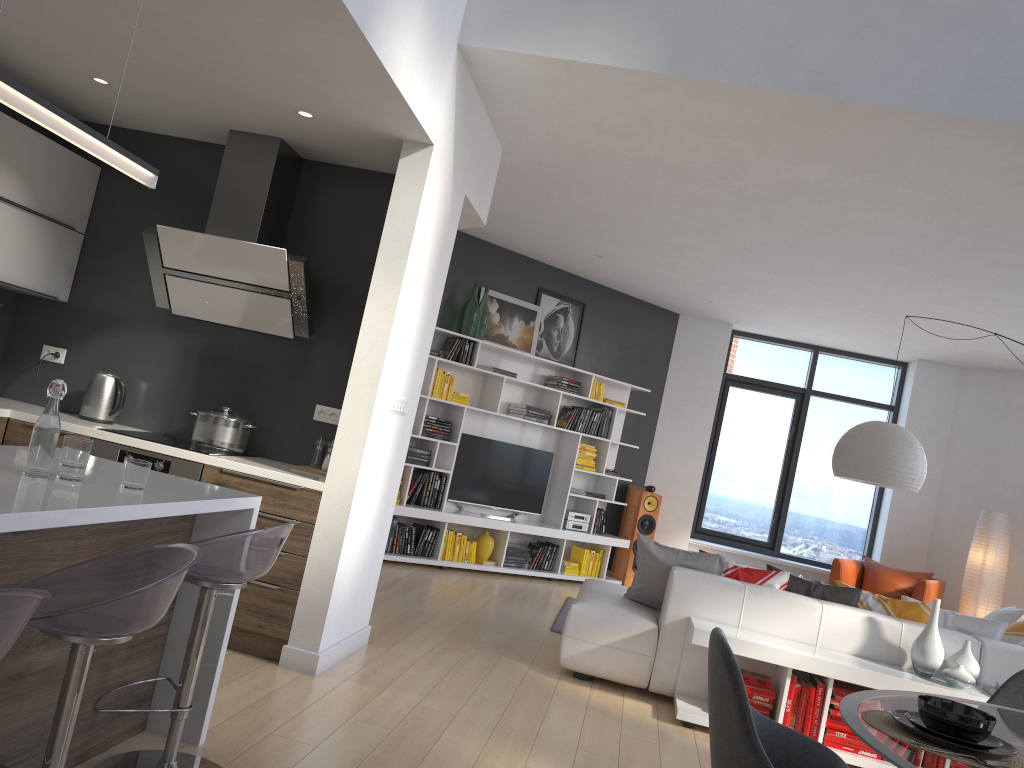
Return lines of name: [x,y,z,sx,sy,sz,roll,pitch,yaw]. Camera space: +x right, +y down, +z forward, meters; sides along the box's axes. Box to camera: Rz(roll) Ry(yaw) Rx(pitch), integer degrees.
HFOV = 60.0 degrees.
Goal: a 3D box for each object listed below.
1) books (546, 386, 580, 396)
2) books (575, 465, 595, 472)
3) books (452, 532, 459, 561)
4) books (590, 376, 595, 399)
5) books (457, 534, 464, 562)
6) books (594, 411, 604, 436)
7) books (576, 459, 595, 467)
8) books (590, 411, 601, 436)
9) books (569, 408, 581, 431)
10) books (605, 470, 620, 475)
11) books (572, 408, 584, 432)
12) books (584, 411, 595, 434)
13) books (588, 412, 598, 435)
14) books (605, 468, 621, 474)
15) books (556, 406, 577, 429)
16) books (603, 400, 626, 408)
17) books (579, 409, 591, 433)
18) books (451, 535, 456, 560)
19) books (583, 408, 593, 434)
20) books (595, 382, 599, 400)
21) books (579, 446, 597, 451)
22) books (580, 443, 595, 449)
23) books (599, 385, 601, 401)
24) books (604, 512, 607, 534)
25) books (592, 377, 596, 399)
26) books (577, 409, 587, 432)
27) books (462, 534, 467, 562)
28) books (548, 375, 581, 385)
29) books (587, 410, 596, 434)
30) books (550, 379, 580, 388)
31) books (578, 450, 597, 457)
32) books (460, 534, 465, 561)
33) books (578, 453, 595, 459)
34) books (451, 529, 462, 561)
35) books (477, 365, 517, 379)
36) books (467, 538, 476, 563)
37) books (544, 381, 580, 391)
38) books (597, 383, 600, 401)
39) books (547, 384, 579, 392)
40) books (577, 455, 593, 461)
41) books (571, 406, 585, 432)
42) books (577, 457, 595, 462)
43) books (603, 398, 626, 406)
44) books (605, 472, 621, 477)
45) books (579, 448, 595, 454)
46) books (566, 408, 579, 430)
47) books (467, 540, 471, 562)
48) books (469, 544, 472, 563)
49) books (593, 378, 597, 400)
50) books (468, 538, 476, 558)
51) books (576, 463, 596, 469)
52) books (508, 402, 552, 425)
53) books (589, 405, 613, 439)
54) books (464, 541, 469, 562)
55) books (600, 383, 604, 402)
books: [0.496,0.068,8.733,0.284,0.030,0.214,15,-4,-32]
books: [0.682,0.840,8.933,0.257,0.028,0.194,15,-4,-31]
books: [-0.550,1.440,7.945,0.041,0.252,0.180,15,-5,-36]
books: [0.752,0.029,8.837,0.041,0.229,0.161,15,-5,-37]
books: [-0.502,1.459,7.970,0.043,0.240,0.169,15,-5,-37]
books: [0.812,0.394,8.968,0.066,0.260,0.197,15,-5,-36]
books: [0.685,0.781,8.946,0.243,0.042,0.189,15,-5,-36]
books: [0.785,0.392,8.947,0.084,0.249,0.191,15,-5,-36]
books: [0.581,0.345,8.784,0.081,0.233,0.169,15,-5,-37]
books: [0.995,0.903,9.114,0.198,0.015,0.142,15,-5,-37]
books: [0.616,0.351,8.795,0.069,0.242,0.172,15,-4,-35]
books: [0.729,0.381,8.876,0.069,0.242,0.172,15,-4,-35]
books: [0.761,0.388,8.915,0.071,0.243,0.179,15,-5,-37]
books: [0.992,0.884,9.129,0.213,0.023,0.161,15,-4,-32]
books: [0.524,0.331,8.754,0.104,0.234,0.182,15,-5,-36]
books: [1.004,0.203,9.087,0.257,0.028,0.194,15,-4,-31]
books: [0.671,0.362,8.866,0.084,0.249,0.191,15,-5,-36]
books: [-0.567,1.449,7.928,0.042,0.230,0.156,15,-5,-37]
books: [0.698,0.364,8.887,0.066,0.260,0.197,15,-5,-36]
books: [0.809,0.070,8.889,0.054,0.180,0.132,15,-5,-36]
books: [0.721,0.644,8.969,0.223,0.023,0.163,15,-4,-32]
books: [0.705,0.617,8.983,0.223,0.023,0.163,15,-4,-32]
books: [0.848,0.089,8.896,0.046,0.161,0.108,15,-5,-37]
books: [0.894,1.413,9.138,0.077,0.233,0.179,15,-5,-36]
books: [0.758,0.034,8.866,0.041,0.224,0.163,15,-5,-37]
books: [0.643,0.359,8.840,0.068,0.243,0.179,15,-5,-37]
books: [-0.475,1.470,8.025,0.056,0.235,0.172,15,-5,-37]
books: [0.516,-0.036,8.747,0.266,0.030,0.209,16,-5,-42]
books: [0.734,0.377,8.911,0.075,0.254,0.192,15,-5,-37]
books: [0.519,-0.008,8.738,0.246,0.026,0.180,15,-4,-33]
books: [0.708,0.693,8.966,0.239,0.033,0.176,15,-4,-33]
books: [-0.495,1.464,8.000,0.043,0.235,0.171,15,-5,-37]
books: [0.693,0.716,8.959,0.239,0.019,0.171,15,-5,-36]
books: [-0.537,1.445,7.968,0.055,0.252,0.185,15,-5,-37]
books: [-0.142,-0.113,8.252,0.310,0.047,0.250,15,-5,-40]
books: [-0.387,1.514,8.059,0.067,0.193,0.148,15,-4,-35]
books: [0.495,0.017,8.756,0.284,0.030,0.214,15,-4,-32]
books: [0.829,0.075,8.895,0.044,0.178,0.128,15,-5,-36]
books: [0.499,0.042,8.736,0.264,0.020,0.189,15,-5,-37]
books: [0.689,0.734,8.937,0.217,0.023,0.145,15,-4,-32]
books: [0.620,0.346,8.830,0.075,0.254,0.192,15,-5,-37]
books: [0.681,0.752,8.958,0.251,0.014,0.189,15,-4,-33]
books: [1.002,0.177,9.093,0.257,0.024,0.203,15,-4,-33]
books: [0.993,0.922,9.111,0.213,0.023,0.161,15,-4,-32]
books: [0.708,0.664,8.965,0.227,0.022,0.160,14,-4,-20]
books: [0.548,0.338,8.777,0.096,0.234,0.187,15,-5,-35]
books: [-0.421,1.507,8.031,0.046,0.187,0.134,15,-5,-36]
books: [-0.400,1.522,8.031,0.049,0.169,0.113,15,-5,-37]
books: [0.777,0.040,8.890,0.054,0.224,0.164,15,-5,-37]
books: [-0.373,1.517,8.080,0.046,0.193,0.149,15,-5,-35]
books: [0.680,0.813,8.939,0.257,0.024,0.203,15,-4,-33]
books: [0.170,0.288,8.537,0.343,0.137,0.277,15,-5,-41]
books: [0.877,0.388,9.049,0.128,0.321,0.259,15,-5,-36]
books: [-0.441,1.502,8.024,0.056,0.188,0.138,15,-5,-36]
books: [0.861,0.081,8.922,0.064,0.184,0.141,15,-4,-35]
